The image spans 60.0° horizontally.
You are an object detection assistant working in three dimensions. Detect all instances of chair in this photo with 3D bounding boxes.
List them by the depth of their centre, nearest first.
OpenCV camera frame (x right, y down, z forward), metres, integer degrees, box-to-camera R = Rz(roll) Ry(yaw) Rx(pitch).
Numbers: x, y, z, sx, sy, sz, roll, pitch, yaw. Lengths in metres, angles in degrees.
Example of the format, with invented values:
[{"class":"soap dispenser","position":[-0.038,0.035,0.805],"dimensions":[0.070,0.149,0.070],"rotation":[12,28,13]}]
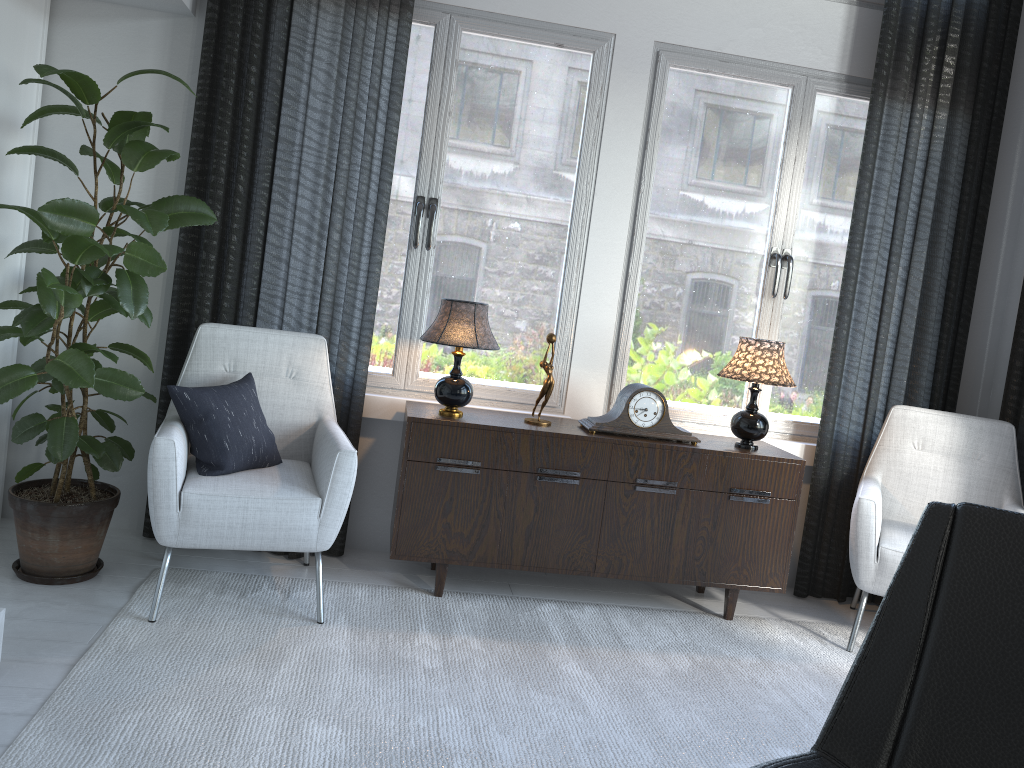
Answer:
[{"class":"chair","position":[0.627,0.618,1.113],"dimensions":[0.843,0.808,0.804],"rotation":[10,5,30]},{"class":"chair","position":[-0.830,0.250,2.836],"dimensions":[0.593,0.821,0.615],"rotation":[6,5,-18]},{"class":"chair","position":[1.523,0.527,3.156],"dimensions":[0.595,0.821,0.613],"rotation":[9,5,22]}]

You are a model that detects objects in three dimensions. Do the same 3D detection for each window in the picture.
[{"class":"window","position":[-0.266,-1.096,3.322],"dimensions":[1.267,2.317,0.134],"rotation":[7,4,-8]},{"class":"window","position":[1.128,-0.932,3.520],"dimensions":[1.267,2.317,0.134],"rotation":[7,4,-8]}]

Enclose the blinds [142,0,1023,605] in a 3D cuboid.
[{"class":"blinds","position":[0.431,-0.878,3.299],"dimensions":[3.210,3.269,0.189],"rotation":[7,4,-8]}]

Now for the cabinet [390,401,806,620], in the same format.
[{"class":"cabinet","position":[0.280,0.467,3.208],"dimensions":[1.398,0.611,0.387],"rotation":[7,4,-8]}]

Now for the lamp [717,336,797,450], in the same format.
[{"class":"lamp","position":[0.876,0.036,3.205],"dimensions":[0.280,0.396,0.281],"rotation":[9,5,18]}]

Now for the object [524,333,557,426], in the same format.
[{"class":"object","position":[0.112,-0.020,3.127],"dimensions":[0.096,0.324,0.096],"rotation":[7,4,-9]}]

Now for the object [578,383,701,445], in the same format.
[{"class":"object","position":[0.463,0.094,3.168],"dimensions":[0.406,0.180,0.181],"rotation":[7,5,-8]}]

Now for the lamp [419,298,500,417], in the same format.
[{"class":"lamp","position":[-0.186,-0.089,3.054],"dimensions":[0.280,0.396,0.281],"rotation":[9,5,18]}]

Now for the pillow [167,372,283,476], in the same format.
[{"class":"pillow","position":[-0.899,0.124,2.813],"dimensions":[0.253,0.295,0.357],"rotation":[9,5,18]}]

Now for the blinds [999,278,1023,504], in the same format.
[{"class":"blinds","position":[2.232,-0.499,1.939],"dimensions":[0.188,3.269,3.224],"rotation":[7,5,-9]}]

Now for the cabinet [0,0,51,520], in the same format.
[{"class":"cabinet","position":[-1.744,-0.378,2.569],"dimensions":[0.191,1.890,1.176],"rotation":[7,4,-8]}]

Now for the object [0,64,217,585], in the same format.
[{"class":"object","position":[-1.280,-0.176,2.654],"dimensions":[0.939,1.585,0.639],"rotation":[11,5,37]}]
